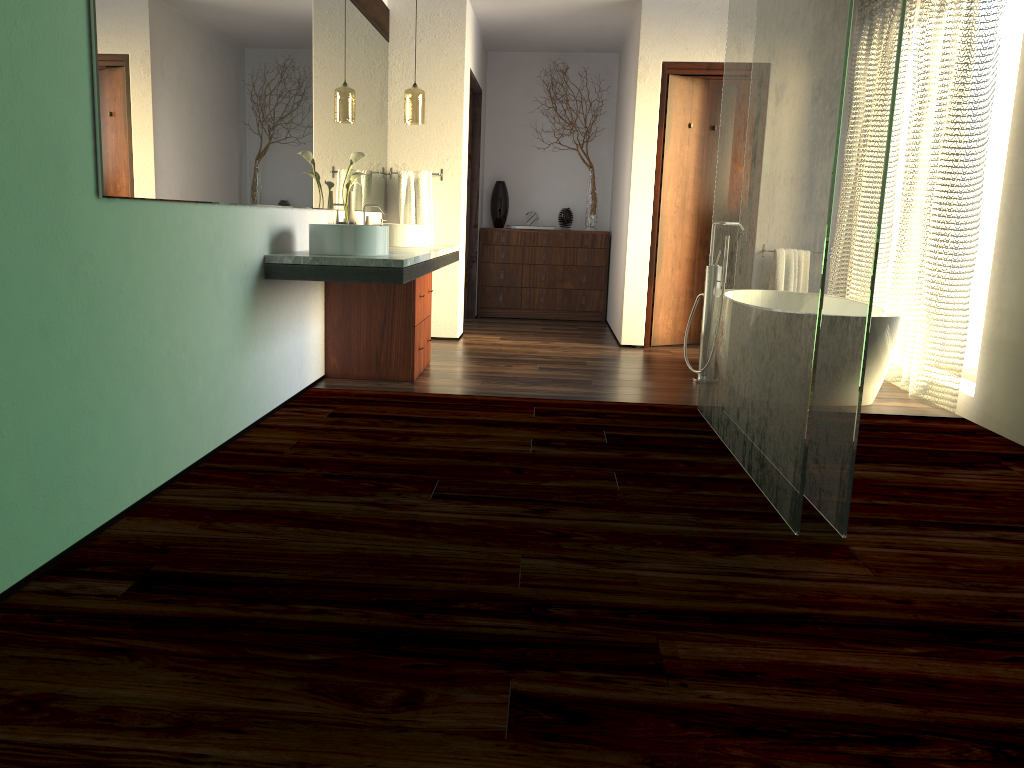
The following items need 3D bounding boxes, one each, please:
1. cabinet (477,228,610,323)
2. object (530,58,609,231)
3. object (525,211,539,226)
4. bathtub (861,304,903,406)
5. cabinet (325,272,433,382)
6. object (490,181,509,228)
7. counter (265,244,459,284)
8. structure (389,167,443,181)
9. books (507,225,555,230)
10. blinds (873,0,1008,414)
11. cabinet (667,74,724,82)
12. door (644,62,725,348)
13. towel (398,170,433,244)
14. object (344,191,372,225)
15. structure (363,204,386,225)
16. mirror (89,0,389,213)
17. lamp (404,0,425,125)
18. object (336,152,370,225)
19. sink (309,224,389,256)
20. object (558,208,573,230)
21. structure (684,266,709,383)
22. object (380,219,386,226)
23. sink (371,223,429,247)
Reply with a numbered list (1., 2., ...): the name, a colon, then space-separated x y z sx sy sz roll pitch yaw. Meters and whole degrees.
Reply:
1. cabinet: 0.281 -0.998 8.049 1.143 0.800 0.401 3 11 5
2. object: 0.456 -2.087 7.765 0.713 1.450 0.845 -8 14 -42
3. object: 0.180 -1.497 8.011 0.131 0.131 0.131 2 11 -1
4. bathtub: 1.568 -0.220 4.911 0.767 0.485 1.615 2 10 2
5. cabinet: -0.734 -0.376 5.047 0.514 0.600 0.656 3 11 3
6. object: -0.111 -1.623 8.015 0.173 0.417 0.168 5 11 16
7. counter: -0.692 -0.679 4.785 0.589 0.101 2.251 2 10 2
8. structure: -0.673 -1.471 6.196 0.371 0.088 0.102 3 11 5
9. books: 0.226 -1.418 8.027 0.489 0.034 0.251 -2 11 -20
10. blinds: 2.174 -1.172 4.957 0.182 2.337 2.118 3 11 2
11. cabinet: 1.789 -1.656 7.528 1.489 2.364 0.357 3 11 5
12. door: 1.349 -1.237 6.339 0.733 1.948 0.462 3 11 4
13. towel: -0.678 -1.166 6.190 0.262 0.636 0.158 6 11 22
14. object: -0.845 -0.909 4.896 0.245 0.305 0.117 8 12 30
15. structure: -0.840 -0.951 5.292 0.166 0.242 0.065 4 11 8
16. mirror: -0.967 -1.421 4.208 0.017 1.152 4.065 3 11 2
17. lamp: -0.632 -2.156 5.805 0.135 0.867 0.142 -8 15 -43
18. object: -0.876 -0.994 4.804 0.185 0.504 0.247 -1 11 -18
19. sink: -0.735 -0.651 3.993 0.359 0.131 0.355 3 11 6
20. object: 0.484 -1.490 7.982 0.135 0.200 0.142 -7 14 -41
21. structure: 1.115 -0.462 4.998 0.283 0.897 0.239 12 14 42
22. object: -0.731 -0.843 4.957 0.070 0.158 0.071 0 11 -13
23. sink: -0.677 -0.894 5.316 0.352 0.131 0.362 -2 11 -19
